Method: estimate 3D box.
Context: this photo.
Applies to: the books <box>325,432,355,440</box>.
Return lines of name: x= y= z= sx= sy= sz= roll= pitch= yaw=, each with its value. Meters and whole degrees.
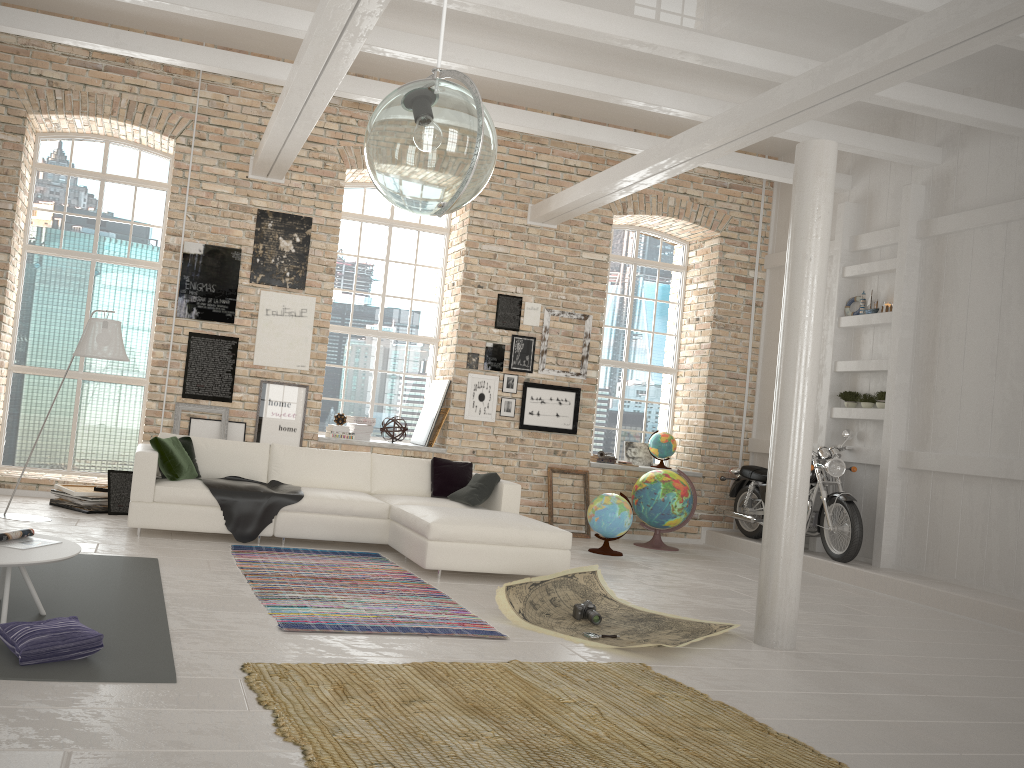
books: x=-1.866 y=0.563 z=9.658 sx=0.265 sy=0.048 sz=0.228 roll=7 pitch=-3 yaw=-21

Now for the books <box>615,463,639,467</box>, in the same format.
books: x=1.340 y=0.949 z=10.445 sx=0.220 sy=0.022 sz=0.183 roll=7 pitch=-3 yaw=-18

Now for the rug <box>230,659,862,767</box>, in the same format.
rug: x=0.085 y=1.346 z=3.615 sx=2.098 sy=0.021 sz=1.610 roll=7 pitch=-3 yaw=-24

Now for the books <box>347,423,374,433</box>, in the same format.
books: x=-1.710 y=0.492 z=10.025 sx=0.227 sy=0.088 sz=0.332 roll=7 pitch=-3 yaw=-25

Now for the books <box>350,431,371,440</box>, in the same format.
books: x=-1.718 y=0.574 z=10.020 sx=0.231 sy=0.088 sz=0.326 roll=7 pitch=-3 yaw=-15

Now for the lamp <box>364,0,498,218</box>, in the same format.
lamp: x=-0.255 y=-1.407 z=3.368 sx=0.500 sy=1.598 sz=0.505 roll=6 pitch=-2 yaw=-4

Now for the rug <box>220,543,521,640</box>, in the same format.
rug: x=-1.131 y=1.341 z=5.963 sx=1.351 sy=0.008 sz=2.793 roll=7 pitch=-3 yaw=-22

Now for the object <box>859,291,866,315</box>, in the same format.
object: x=3.652 y=-0.840 z=9.281 sx=0.071 sy=0.267 sz=0.064 roll=5 pitch=-2 yaw=26

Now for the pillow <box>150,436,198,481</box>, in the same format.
pillow: x=-2.804 y=0.613 z=7.391 sx=0.311 sy=0.343 sz=0.409 roll=5 pitch=-2 yaw=5

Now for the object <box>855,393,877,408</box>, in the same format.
object: x=3.616 y=0.172 z=9.063 sx=0.220 sy=0.158 sz=0.235 roll=7 pitch=-3 yaw=-27

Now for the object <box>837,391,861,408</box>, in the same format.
object: x=3.507 y=0.160 z=9.281 sx=0.245 sy=0.180 sz=0.236 roll=4 pitch=-3 yaw=42

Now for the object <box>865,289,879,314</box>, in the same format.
object: x=3.687 y=-0.841 z=9.112 sx=0.063 sy=0.261 sz=0.236 roll=6 pitch=-2 yaw=-7

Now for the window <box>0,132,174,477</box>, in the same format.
window: x=-2.357 y=-0.888 z=4.093 sx=1.374 sy=3.653 sz=11.888 roll=7 pitch=-3 yaw=-22

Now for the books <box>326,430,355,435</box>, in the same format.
books: x=-1.860 y=0.528 z=9.660 sx=0.260 sy=0.024 sz=0.228 roll=7 pitch=-3 yaw=-21

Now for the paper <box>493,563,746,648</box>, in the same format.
paper: x=0.711 y=1.375 z=5.530 sx=1.133 sy=0.265 sz=1.370 roll=4 pitch=-3 yaw=36

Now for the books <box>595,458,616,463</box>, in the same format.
books: x=1.073 y=0.902 z=10.584 sx=0.245 sy=0.029 sz=0.211 roll=7 pitch=-3 yaw=-19

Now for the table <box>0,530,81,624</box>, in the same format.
table: x=-2.561 y=0.938 z=4.272 sx=0.906 sy=0.342 sz=0.916 roll=6 pitch=-3 yaw=-4

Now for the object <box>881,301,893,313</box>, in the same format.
object: x=3.776 y=-0.765 z=8.970 sx=0.106 sy=0.120 sz=0.108 roll=6 pitch=-2 yaw=-1

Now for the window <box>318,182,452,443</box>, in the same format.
window: x=0.663 y=-0.873 z=4.911 sx=1.374 sy=2.987 sz=11.888 roll=7 pitch=-3 yaw=-22

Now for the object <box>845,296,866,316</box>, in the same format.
object: x=3.622 y=-0.817 z=9.415 sx=0.067 sy=0.229 sz=0.247 roll=7 pitch=-3 yaw=-30

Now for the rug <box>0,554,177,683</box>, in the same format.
rug: x=-2.558 y=1.129 z=4.678 sx=1.380 sy=0.041 sz=2.828 roll=7 pitch=-3 yaw=-22

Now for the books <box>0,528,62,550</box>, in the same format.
books: x=-2.487 y=0.758 z=4.434 sx=0.385 sy=0.048 sz=0.296 roll=5 pitch=-3 yaw=12

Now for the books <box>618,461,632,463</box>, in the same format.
books: x=1.324 y=0.918 z=10.456 sx=0.124 sy=0.013 sz=0.109 roll=8 pitch=-4 yaw=-43

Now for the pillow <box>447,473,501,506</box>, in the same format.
pillow: x=-0.338 y=0.920 z=7.967 sx=0.323 sy=0.305 sz=0.439 roll=7 pitch=-3 yaw=-29

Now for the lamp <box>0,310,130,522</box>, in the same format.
lamp: x=-3.681 y=0.252 z=7.368 sx=1.043 sy=1.774 sz=0.432 roll=5 pitch=-2 yaw=17

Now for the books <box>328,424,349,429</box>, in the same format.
books: x=-1.882 y=0.460 z=9.668 sx=0.174 sy=0.030 sz=0.186 roll=7 pitch=-3 yaw=-30

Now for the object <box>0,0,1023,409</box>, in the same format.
object: x=0.259 y=-0.962 z=4.834 sx=9.766 sy=4.796 sz=12.311 roll=7 pitch=-3 yaw=-19

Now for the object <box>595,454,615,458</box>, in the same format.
object: x=1.088 y=0.855 z=10.578 sx=0.206 sy=0.021 sz=0.165 roll=7 pitch=-3 yaw=-18

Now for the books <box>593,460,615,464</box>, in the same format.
books: x=1.072 y=0.927 z=10.579 sx=0.247 sy=0.025 sz=0.209 roll=7 pitch=-3 yaw=-17

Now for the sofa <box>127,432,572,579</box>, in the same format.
sofa: x=-1.453 y=0.994 z=7.361 sx=3.165 sy=0.841 sz=2.251 roll=7 pitch=-3 yaw=-17

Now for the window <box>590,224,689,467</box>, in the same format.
window: x=3.622 y=-0.530 z=5.709 sx=1.374 sy=2.987 sz=11.888 roll=7 pitch=-3 yaw=-22

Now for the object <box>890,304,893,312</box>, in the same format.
object: x=3.817 y=-0.750 z=8.859 sx=0.113 sy=0.088 sz=0.100 roll=5 pitch=-3 yaw=23

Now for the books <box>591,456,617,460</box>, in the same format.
books: x=1.085 y=0.877 z=10.588 sx=0.246 sy=0.026 sz=0.212 roll=7 pitch=-3 yaw=-23

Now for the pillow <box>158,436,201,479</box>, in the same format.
pillow: x=-2.886 y=0.632 z=7.670 sx=0.332 sy=0.365 sz=0.388 roll=4 pitch=-3 yaw=27

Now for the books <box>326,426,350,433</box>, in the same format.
books: x=-1.892 y=0.494 z=9.666 sx=0.191 sy=0.040 sz=0.206 roll=8 pitch=-3 yaw=-32

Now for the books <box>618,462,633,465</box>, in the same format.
books: x=1.330 y=0.931 z=10.449 sx=0.099 sy=0.014 sz=0.142 roll=8 pitch=-3 yaw=-37

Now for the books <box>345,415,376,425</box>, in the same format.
books: x=-1.708 y=0.406 z=10.019 sx=0.285 sy=0.085 sz=0.244 roll=8 pitch=-3 yaw=-38

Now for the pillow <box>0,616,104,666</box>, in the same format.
pillow: x=-1.963 y=1.094 z=3.786 sx=0.330 sy=0.164 sz=0.379 roll=8 pitch=-4 yaw=-43

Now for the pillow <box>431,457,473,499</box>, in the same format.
pillow: x=-0.561 y=0.897 z=8.351 sx=0.412 sy=0.390 sz=0.251 roll=6 pitch=-2 yaw=-16
